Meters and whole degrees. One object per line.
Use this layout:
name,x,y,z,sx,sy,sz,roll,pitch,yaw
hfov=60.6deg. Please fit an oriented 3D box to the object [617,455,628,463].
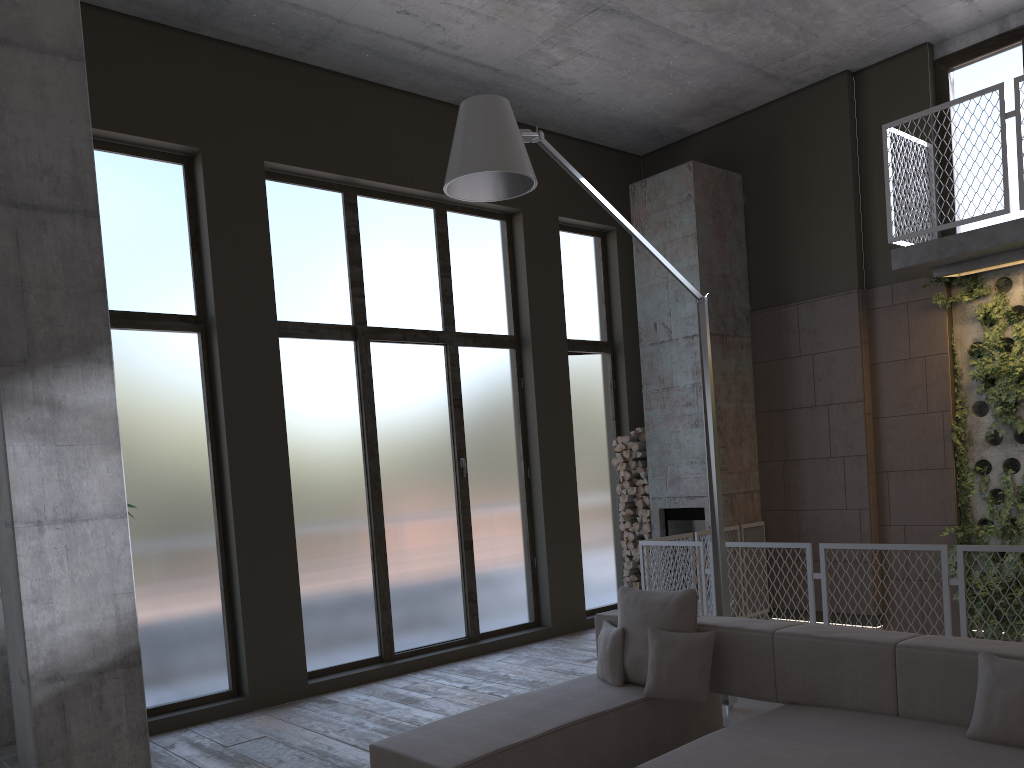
object,1.317,0.804,9.468,0.453,0.089,0.091,1,-4,-42

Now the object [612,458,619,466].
object,1.265,0.839,9.538,0.435,0.092,0.092,1,-4,-42

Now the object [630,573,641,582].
object,1.474,2.094,9.567,0.433,0.079,0.115,1,-5,-40

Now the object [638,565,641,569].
object,1.498,1.949,9.470,0.358,0.074,0.065,0,-4,-39

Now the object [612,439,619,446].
object,1.254,0.629,9.525,0.421,0.069,0.068,1,-4,-42

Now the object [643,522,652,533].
object,1.509,1.504,9.255,0.291,0.103,0.101,0,-4,-42

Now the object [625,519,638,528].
object,1.416,1.506,9.549,0.453,0.089,0.091,0,-4,-40

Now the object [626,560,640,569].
object,1.427,1.938,9.499,0.477,0.084,0.094,1,-5,-42

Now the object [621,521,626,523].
object,1.354,1.476,9.583,0.423,0.085,0.067,0,-3,-38

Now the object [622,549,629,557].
object,1.383,1.828,9.635,0.434,0.107,0.080,1,-3,-41

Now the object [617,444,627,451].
object,1.320,0.674,9.440,0.433,0.080,0.113,1,-6,-42

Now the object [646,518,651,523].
object,1.509,1.428,9.245,0.249,0.048,0.063,1,-5,-42

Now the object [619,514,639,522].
object,1.328,1.435,9.481,0.421,0.073,0.072,1,-4,-40

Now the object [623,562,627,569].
object,1.380,1.957,9.559,0.421,0.067,0.067,1,-5,-42

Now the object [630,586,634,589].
object,1.468,2.222,9.583,0.453,0.089,0.091,0,-4,-40

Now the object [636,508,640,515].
object,1.495,1.352,9.462,0.361,0.087,0.102,0,-5,-40

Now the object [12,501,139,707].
object,-2.604,1.065,4.678,1.003,1.868,0.963,-4,1,15

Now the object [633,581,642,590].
object,1.504,2.158,9.504,0.477,0.084,0.094,1,-5,-40

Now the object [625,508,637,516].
object,1.422,1.377,9.533,0.433,0.079,0.115,1,-5,-40

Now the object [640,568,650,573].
object,1.501,1.977,9.385,0.293,0.107,0.099,0,-4,-42

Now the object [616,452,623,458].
object,1.289,0.769,9.526,0.423,0.086,0.066,1,-4,-43

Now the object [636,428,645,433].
object,1.457,0.491,9.350,0.331,0.056,0.088,1,-6,-42

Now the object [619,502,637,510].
object,1.355,1.311,9.539,0.453,0.089,0.091,0,-4,-39

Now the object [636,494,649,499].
object,1.463,1.186,9.371,0.331,0.057,0.089,1,-6,-40

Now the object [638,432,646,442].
object,1.487,0.568,9.373,0.293,0.108,0.100,0,-4,-40

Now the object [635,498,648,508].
object,1.449,1.261,9.351,0.293,0.107,0.099,0,-4,-42

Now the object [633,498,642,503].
object,1.446,1.233,9.436,0.358,0.074,0.065,0,-4,-39

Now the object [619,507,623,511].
object,1.339,1.338,9.605,0.421,0.071,0.067,1,-4,-40

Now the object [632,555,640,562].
object,1.483,1.857,9.461,0.433,0.079,0.115,1,-6,-42

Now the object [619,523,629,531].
object,1.358,1.546,9.613,0.435,0.092,0.092,0,-4,-40

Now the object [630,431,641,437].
object,1.400,0.536,9.382,0.358,0.073,0.065,1,-4,-43

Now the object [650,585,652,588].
object,1.609,2.146,9.387,0.421,0.067,0.068,1,-4,-40

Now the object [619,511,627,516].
object,1.330,1.405,9.583,0.362,0.068,0.123,1,-6,-42

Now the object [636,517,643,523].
object,1.504,1.442,9.415,0.421,0.067,0.067,1,-4,-40

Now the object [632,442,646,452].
object,1.450,0.664,9.315,0.435,0.093,0.094,1,-4,-42

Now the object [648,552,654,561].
object,1.613,1.812,9.337,0.477,0.084,0.094,1,-5,-40

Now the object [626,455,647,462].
object,1.405,0.797,9.412,0.433,0.079,0.115,1,-6,-42

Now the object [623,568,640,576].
object,1.407,2.027,9.574,0.453,0.089,0.091,0,-4,-39

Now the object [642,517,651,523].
object,1.557,1.430,9.353,0.421,0.067,0.068,1,-4,-40

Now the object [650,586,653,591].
object,1.561,2.144,9.280,0.249,0.048,0.063,1,-5,-42

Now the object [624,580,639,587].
object,1.380,2.151,9.515,0.421,0.073,0.072,1,-4,-40

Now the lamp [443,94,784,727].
lamp,0.768,0.421,4.993,0.758,3.432,2.614,-2,1,37

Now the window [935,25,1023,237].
window,4.945,-2.159,6.350,0.109,1.749,3.592,-7,-2,-41

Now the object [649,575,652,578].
object,1.579,2.074,9.421,0.435,0.093,0.093,0,-4,-40

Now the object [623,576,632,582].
object,1.382,2.121,9.617,0.362,0.068,0.123,1,-6,-42

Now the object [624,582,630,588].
object,1.406,2.192,9.617,0.423,0.085,0.067,0,-3,-38

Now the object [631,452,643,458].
object,1.434,0.749,9.353,0.421,0.066,0.068,1,-5,-42

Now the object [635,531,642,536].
object,1.465,1.588,9.460,0.358,0.074,0.065,1,-4,-43

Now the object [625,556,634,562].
object,1.390,1.931,9.656,0.363,0.118,0.070,0,-3,-41

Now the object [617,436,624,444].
object,1.316,0.606,9.496,0.453,0.090,0.091,1,-5,-43

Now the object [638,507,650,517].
object,1.527,1.358,9.387,0.435,0.093,0.093,0,-4,-40

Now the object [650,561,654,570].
object,1.608,1.920,9.304,0.362,0.125,0.064,0,-2,-39

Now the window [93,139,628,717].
window,-2.263,0.352,6.733,9.166,4.177,0.210,0,-1,-42

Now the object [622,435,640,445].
object,1.313,0.600,9.372,0.291,0.103,0.104,0,-4,-42

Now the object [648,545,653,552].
object,1.620,1.733,9.354,0.433,0.079,0.115,1,-6,-42

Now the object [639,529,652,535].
object,1.528,1.562,9.380,0.362,0.068,0.123,0,-6,-40

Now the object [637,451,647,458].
object,1.487,0.738,9.292,0.421,0.068,0.067,1,-4,-42
